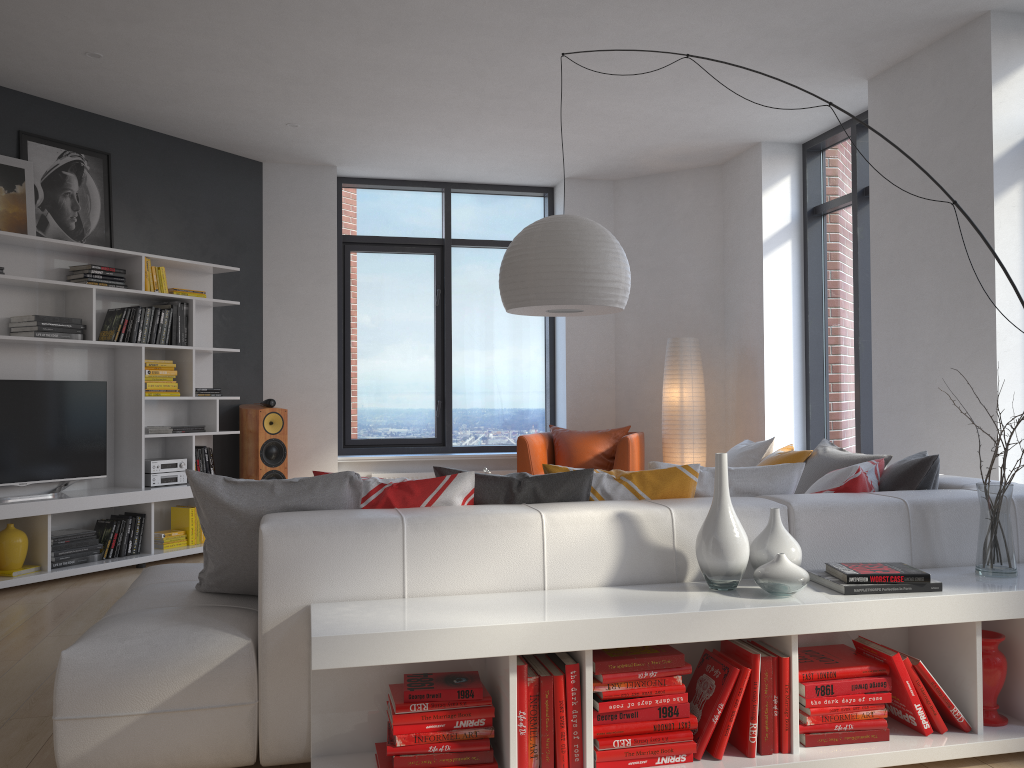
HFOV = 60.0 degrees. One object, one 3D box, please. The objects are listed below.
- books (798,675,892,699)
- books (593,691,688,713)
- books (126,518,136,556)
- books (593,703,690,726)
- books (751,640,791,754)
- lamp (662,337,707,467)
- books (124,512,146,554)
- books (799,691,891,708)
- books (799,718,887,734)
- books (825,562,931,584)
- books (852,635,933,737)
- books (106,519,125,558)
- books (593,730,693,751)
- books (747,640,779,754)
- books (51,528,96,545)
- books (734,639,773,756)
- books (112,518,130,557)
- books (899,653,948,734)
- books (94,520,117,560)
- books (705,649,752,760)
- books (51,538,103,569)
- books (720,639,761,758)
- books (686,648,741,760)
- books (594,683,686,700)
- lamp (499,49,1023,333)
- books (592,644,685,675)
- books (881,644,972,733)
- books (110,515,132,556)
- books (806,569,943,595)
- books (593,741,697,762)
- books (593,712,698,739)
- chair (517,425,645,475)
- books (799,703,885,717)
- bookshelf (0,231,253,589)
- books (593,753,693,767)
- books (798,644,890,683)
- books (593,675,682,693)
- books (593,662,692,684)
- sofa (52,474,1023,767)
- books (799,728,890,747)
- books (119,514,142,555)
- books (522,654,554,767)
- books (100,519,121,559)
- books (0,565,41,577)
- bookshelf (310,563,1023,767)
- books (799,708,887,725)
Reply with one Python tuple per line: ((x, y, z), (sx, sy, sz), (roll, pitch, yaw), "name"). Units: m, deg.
((0.933, 0.866, 2.620), (0.279, 0.039, 0.206), (0, -1, -14), "books")
((0.326, 0.855, 2.463), (0.261, 0.027, 0.191), (0, -1, -17), "books")
((-2.526, 0.986, 5.757), (0.179, 0.243, 0.068), (-1, -1, 31), "books")
((0.324, 0.889, 2.479), (0.279, 0.039, 0.206), (0, -1, -12), "books")
((0.737, 0.886, 2.527), (0.028, 0.269, 0.181), (0, -1, -13), "books")
((1.510, 0.404, 6.898), (0.804, 1.550, 0.502), (-1, -1, 37), "lamp")
((-2.493, 0.977, 5.821), (0.197, 0.260, 0.066), (-1, -1, 32), "books")
((0.939, 0.898, 2.604), (0.261, 0.027, 0.191), (0, -1, -9), "books")
((0.923, 0.973, 2.595), (0.266, 0.026, 0.187), (0, -1, -7), "books")
((1.076, 0.559, 2.624), (0.238, 0.027, 0.188), (0, -1, 0), "books")
((1.130, 0.895, 2.641), (0.134, 0.248, 0.192), (0, -1, -13), "books")
((-2.565, 0.988, 5.682), (0.169, 0.233, 0.081), (-1, -1, 31), "books")
((0.336, 0.951, 2.442), (0.266, 0.026, 0.187), (0, -1, -14), "books")
((0.707, 0.889, 2.536), (0.028, 0.266, 0.188), (0, -1, -13), "books")
((-2.775, 0.940, 5.461), (0.250, 0.047, 0.310), (-1, -1, 27), "books")
((0.675, 0.886, 2.538), (0.038, 0.270, 0.215), (0, -1, -13), "books")
((-2.536, 0.985, 5.705), (0.172, 0.242, 0.069), (-1, -1, 33), "books")
((1.178, 0.903, 2.645), (0.148, 0.232, 0.171), (0, -1, -11), "books")
((-2.607, 0.987, 5.631), (0.182, 0.234, 0.104), (-1, -1, 32), "books")
((0.580, 0.897, 2.499), (0.115, 0.245, 0.192), (0, -1, -13), "books")
((-2.752, 1.032, 5.453), (0.277, 0.137, 0.343), (-1, -1, 27), "books")
((0.642, 0.881, 2.514), (0.046, 0.282, 0.199), (0, -1, -13), "books")
((0.539, 0.897, 2.497), (0.144, 0.247, 0.188), (0, -1, -13), "books")
((0.335, 0.830, 2.461), (0.236, 0.023, 0.178), (0, -1, -13), "books")
((1.459, -0.209, 3.578), (3.199, 2.647, 0.710), (-1, -1, 23), "lamp")
((0.315, 0.752, 2.468), (0.259, 0.034, 0.206), (0, -1, -16), "books")
((1.232, 0.909, 2.657), (0.186, 0.223, 0.188), (0, -1, -13), "books")
((-2.546, 0.979, 5.738), (0.192, 0.254, 0.075), (-1, -1, 31), "books")
((1.071, 0.586, 2.648), (0.300, 0.026, 0.245), (0, -1, -8), "books")
((0.338, 0.978, 2.438), (0.282, 0.030, 0.188), (0, -1, -12), "books")
((0.331, 0.924, 2.478), (0.301, 0.032, 0.227), (0, -1, -13), "books")
((0.581, 0.755, 6.963), (0.896, 0.858, 0.843), (-1, -1, 19), "chair")
((0.931, 0.924, 2.597), (0.236, 0.023, 0.178), (0, -1, -13), "books")
((-2.861, 0.152, 5.295), (0.455, 2.052, 3.000), (-1, -1, 32), "bookshelf")
((0.332, 1.007, 2.454), (0.274, 0.029, 0.200), (0, -1, -13), "books")
((0.921, 0.831, 2.643), (0.301, 0.032, 0.227), (0, -1, -13), "books")
((0.315, 0.807, 2.465), (0.257, 0.025, 0.182), (0, -1, -13), "books")
((0.335, 0.781, 2.464), (0.266, 0.026, 0.187), (0, -1, -19), "books")
((0.164, 0.765, 3.956), (3.424, 0.732, 2.614), (0, -1, -13), "sofa")
((0.931, 1.002, 2.605), (0.259, 0.034, 0.206), (0, -1, -10), "books")
((-2.510, 0.982, 5.792), (0.191, 0.249, 0.084), (-1, -1, 32), "books")
((0.069, 0.893, 2.408), (0.034, 0.259, 0.207), (0, -1, -13), "books")
((-2.593, 0.989, 5.662), (0.187, 0.234, 0.096), (-1, -1, 32), "books")
((-2.922, 1.081, 5.149), (0.270, 0.029, 0.204), (-1, -1, 17), "books")
((0.751, 0.850, 2.566), (2.600, 0.500, 0.356), (0, -1, -13), "bookshelf")
((0.932, 0.947, 2.605), (0.257, 0.025, 0.182), (0, -1, -13), "books")
